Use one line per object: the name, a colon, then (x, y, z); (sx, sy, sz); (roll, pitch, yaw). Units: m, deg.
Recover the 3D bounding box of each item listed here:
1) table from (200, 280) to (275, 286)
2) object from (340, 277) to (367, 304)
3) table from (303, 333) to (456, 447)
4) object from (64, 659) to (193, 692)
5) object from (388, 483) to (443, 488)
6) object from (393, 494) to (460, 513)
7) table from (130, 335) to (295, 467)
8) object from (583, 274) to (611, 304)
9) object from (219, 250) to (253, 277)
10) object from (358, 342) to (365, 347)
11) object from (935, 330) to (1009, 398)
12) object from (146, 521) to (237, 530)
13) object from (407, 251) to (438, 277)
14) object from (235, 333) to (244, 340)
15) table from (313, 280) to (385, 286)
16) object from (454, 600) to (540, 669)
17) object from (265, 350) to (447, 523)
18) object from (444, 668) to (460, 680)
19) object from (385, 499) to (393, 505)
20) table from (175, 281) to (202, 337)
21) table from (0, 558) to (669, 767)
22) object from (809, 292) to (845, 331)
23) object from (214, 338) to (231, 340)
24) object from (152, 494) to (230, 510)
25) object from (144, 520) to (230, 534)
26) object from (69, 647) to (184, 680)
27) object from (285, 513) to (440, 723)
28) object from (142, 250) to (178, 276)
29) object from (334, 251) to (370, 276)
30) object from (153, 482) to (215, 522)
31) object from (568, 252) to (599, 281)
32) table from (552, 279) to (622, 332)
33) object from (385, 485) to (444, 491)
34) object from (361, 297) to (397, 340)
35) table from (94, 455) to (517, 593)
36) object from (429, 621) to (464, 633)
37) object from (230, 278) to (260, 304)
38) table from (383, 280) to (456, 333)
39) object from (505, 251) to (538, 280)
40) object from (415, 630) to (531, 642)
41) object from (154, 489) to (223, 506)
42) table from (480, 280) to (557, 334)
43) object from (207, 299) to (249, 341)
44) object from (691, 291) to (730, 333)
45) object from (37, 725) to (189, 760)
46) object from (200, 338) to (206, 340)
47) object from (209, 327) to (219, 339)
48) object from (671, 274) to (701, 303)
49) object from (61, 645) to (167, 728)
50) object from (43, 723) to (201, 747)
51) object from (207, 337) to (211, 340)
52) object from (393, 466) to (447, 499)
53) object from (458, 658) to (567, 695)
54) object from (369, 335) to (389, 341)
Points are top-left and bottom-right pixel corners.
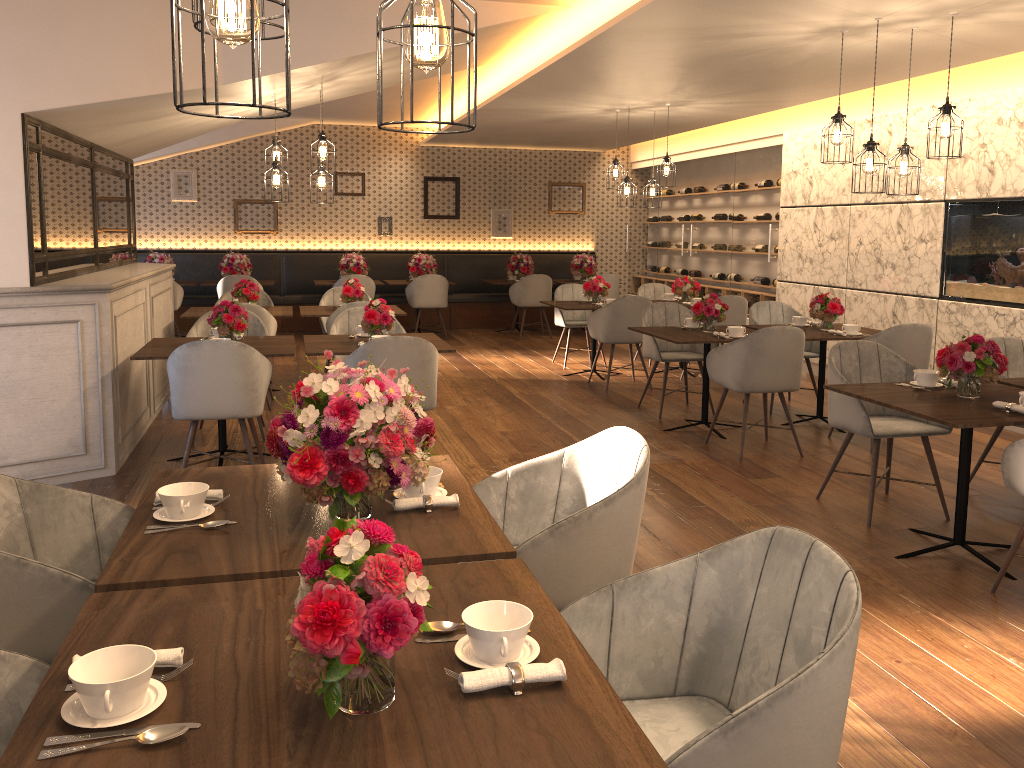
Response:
table: (-3.605, -0.985, 11.727); (0.896, 0.716, 0.903); (-2, 9, -14)
object: (-1.416, -0.813, 7.931); (0.234, 0.299, 0.307); (1, 8, 5)
table: (-0.889, 0.084, 5.777); (0.896, 0.716, 0.903); (-2, 9, -14)
object: (-0.618, 0.470, 1.433); (0.192, 0.024, 0.025); (-2, 9, -14)
object: (-0.298, 0.285, 2.539); (0.197, 0.015, 0.043); (-3, 10, -18)
object: (-0.224, 0.312, 2.324); (0.175, 0.039, 0.056); (-2, 9, -14)
table: (-1.819, 0.115, 5.545); (0.896, 0.716, 0.903); (-2, 9, -14)
object: (0.855, -0.956, 8.880); (0.306, 0.299, 0.235); (-6, 10, -36)
object: (-3.611, -1.534, 11.573); (0.420, 0.422, 0.408); (-3, 9, -26)
object: (-0.915, -0.237, 5.424); (0.056, 0.039, 0.177); (-2, 10, -14)
object: (2.082, -0.091, 4.009); (0.305, 0.299, 0.236); (3, 8, 18)
object: (-0.789, 0.348, 2.185); (0.211, 0.004, 0.022); (-2, 10, -14)
object: (-1.228, -1.612, 12.157); (0.420, 0.422, 0.408); (-1, 8, -12)
object: (-1.793, -0.317, 5.829); (0.056, 0.039, 0.177); (-2, 10, -14)
table: (-2.231, -1.030, 12.070); (0.896, 0.716, 0.903); (-2, 9, -14)
object: (-0.025, 0.435, 1.534); (0.148, 0.072, 0.149); (6, 11, 28)
object: (-0.403, 0.129, 2.244); (0.420, 0.422, 0.408); (-3, 9, -26)
object: (-0.015, 0.472, 1.458); (0.192, 0.024, 0.025); (-2, 9, -14)
object: (-0.242, 0.313, 2.356); (0.192, 0.024, 0.025); (-2, 9, -14)
table: (-4.535, -0.954, 11.494); (0.896, 0.716, 0.903); (-2, 9, -14)
table: (-0.308, 0.838, 1.497); (0.896, 0.716, 0.903); (-2, 9, -14)
object: (2.388, -0.558, 6.694); (0.234, 0.299, 0.307); (-1, 9, -12)
object: (-1.721, -0.227, 5.221); (0.149, 0.072, 0.149); (9, 13, 43)
object: (-0.844, 0.311, 2.331); (0.192, 0.024, 0.025); (-2, 9, -14)
object: (-0.788, 0.348, 2.149); (0.197, 0.015, 0.043); (-3, 10, -18)
object: (-0.635, 0.458, 1.463); (0.175, 0.039, 0.056); (-2, 9, -14)
object: (-0.227, 0.345, 1.372); (0.234, 0.299, 0.307); (1, 8, 5)
object: (-4.532, -1.504, 11.348); (0.406, 0.422, 0.422); (5, 9, 28)
object: (-2.156, -1.598, 12.028); (0.406, 0.422, 0.422); (5, 9, 29)
object: (-0.834, 0.301, 2.250); (0.148, 0.072, 0.149); (6, 11, 28)
object: (1.030, -1.691, 12.746); (0.406, 0.422, 0.422); (5, 9, 29)
table: (1.004, -1.137, 12.878); (0.896, 0.716, 0.903); (-2, 9, -14)
object: (-0.297, 0.297, 2.505); (0.211, 0.004, 0.022); (-2, 10, -14)
object: (-0.853, -0.417, 5.695); (0.234, 0.299, 0.307); (1, 8, 5)
table: (-0.536, 0.678, 2.401); (0.896, 0.716, 0.903); (-2, 9, -14)
object: (-0.072, 0.445, 1.641); (0.197, 0.015, 0.043); (-3, 10, -18)
object: (-2.324, -0.781, 7.691); (0.235, 0.299, 0.306); (-6, 10, -39)
table: (-1.301, -1.061, 12.303); (0.896, 0.716, 0.903); (-2, 9, -14)
object: (0.121, -1.659, 12.508); (0.406, 0.422, 0.422); (5, 9, 28)
object: (-0.070, 0.457, 1.606); (0.211, 0.004, 0.022); (-2, 10, -14)
object: (-0.862, 0.299, 2.361); (0.175, 0.039, 0.056); (-2, 9, -14)
table: (0.073, -1.106, 12.646); (0.896, 0.716, 0.903); (-2, 9, -14)
object: (-1.760, -0.385, 5.455); (0.235, 0.299, 0.306); (-6, 10, -39)
object: (1.457, -0.532, 6.492); (0.306, 0.299, 0.235); (-6, 10, -36)
object: (-0.561, 0.508, 1.251); (0.197, 0.015, 0.043); (-3, 10, -18)
object: (-2.009, -0.295, 5.756); (0.043, 0.015, 0.199); (-2, 10, -18)
object: (-1.903, -0.330, 5.799); (0.149, 0.072, 0.149); (9, 13, 43)
object: (1.784, -0.981, 9.080); (0.305, 0.299, 0.236); (2, 8, 7)
object: (-0.607, 0.461, 1.351); (0.148, 0.072, 0.149); (6, 11, 28)
object: (-0.563, 0.507, 1.287); (0.211, 0.004, 0.022); (-2, 10, -14)
object: (-1.973, -0.289, 5.759); (0.022, 0.004, 0.212); (-2, 10, -14)
object: (-0.252, 0.276, 2.432); (0.148, 0.072, 0.149); (6, 11, 28)
object: (0.002, 0.471, 1.426); (0.175, 0.039, 0.056); (-2, 9, -14)
object: (-0.804, -0.258, 5.450); (0.149, 0.072, 0.149); (9, 13, 43)
